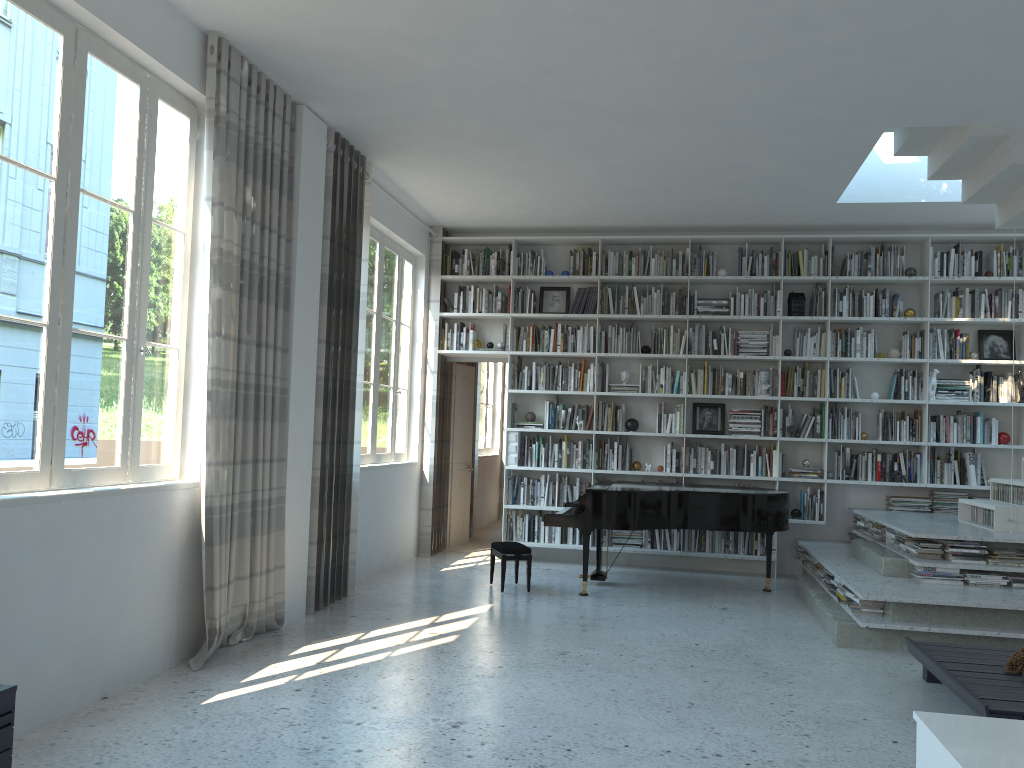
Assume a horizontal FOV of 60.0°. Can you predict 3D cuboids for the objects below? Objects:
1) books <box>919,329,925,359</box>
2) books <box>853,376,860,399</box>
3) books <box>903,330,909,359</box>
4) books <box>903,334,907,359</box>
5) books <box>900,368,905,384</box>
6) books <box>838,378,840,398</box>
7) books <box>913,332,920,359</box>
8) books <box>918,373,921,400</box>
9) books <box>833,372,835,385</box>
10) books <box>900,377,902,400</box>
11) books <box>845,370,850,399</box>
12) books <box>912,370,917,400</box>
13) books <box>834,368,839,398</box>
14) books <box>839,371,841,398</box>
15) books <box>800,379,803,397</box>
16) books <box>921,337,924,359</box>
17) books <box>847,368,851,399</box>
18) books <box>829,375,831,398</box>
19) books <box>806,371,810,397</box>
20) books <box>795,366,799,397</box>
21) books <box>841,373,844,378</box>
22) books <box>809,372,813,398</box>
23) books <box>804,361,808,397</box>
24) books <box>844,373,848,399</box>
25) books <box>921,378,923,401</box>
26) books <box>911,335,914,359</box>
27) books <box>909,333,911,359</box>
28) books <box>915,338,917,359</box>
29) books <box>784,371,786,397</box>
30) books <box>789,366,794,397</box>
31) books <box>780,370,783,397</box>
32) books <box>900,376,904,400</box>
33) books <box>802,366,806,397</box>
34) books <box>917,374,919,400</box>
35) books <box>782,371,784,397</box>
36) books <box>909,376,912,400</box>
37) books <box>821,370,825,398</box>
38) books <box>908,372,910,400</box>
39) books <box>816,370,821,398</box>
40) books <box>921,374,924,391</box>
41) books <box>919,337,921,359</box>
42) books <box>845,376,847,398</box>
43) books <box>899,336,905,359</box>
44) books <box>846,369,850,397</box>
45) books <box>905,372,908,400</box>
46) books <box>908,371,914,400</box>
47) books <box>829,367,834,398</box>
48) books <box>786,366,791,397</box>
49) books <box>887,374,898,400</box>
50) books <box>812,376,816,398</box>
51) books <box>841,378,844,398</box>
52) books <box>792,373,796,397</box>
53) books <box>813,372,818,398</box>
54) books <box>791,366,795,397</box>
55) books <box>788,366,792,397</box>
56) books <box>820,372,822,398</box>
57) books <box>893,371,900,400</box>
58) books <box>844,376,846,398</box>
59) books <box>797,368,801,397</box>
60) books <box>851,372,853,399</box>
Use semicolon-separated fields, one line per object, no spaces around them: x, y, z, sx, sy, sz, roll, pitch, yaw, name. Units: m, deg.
3.711;-0.347;8.034;0.005;0.278;0.182;2;-3;11;books
3.140;0.041;8.117;0.051;0.210;0.177;2;-3;11;books
3.582;-0.345;8.065;0.015;0.267;0.164;2;-3;11;books
3.571;-0.327;8.079;0.012;0.232;0.154;2;-3;11;books
3.546;0.009;8.070;0.013;0.295;0.154;2;-3;11;books
2.993;0.046;8.162;0.014;0.192;0.147;2;-3;11;books
3.665;-0.338;8.046;0.016;0.256;0.176;2;-3;11;books
3.670;0.032;8.022;0.011;0.252;0.169;2;-3;11;books
2.960;0.020;8.182;0.007;0.244;0.145;2;-3;11;books
3.519;0.050;8.057;0.006;0.209;0.188;2;-3;11;books
3.078;0.009;8.144;0.006;0.270;0.178;2;-3;11;books
3.633;0.020;8.026;0.012;0.273;0.184;2;-3;11;books
2.977;0.001;8.144;0.013;0.279;0.192;2;-3;11;books
3.009;0.015;8.166;0.013;0.256;0.144;2;-3;11;books
2.682;0.045;8.240;0.030;0.181;0.131;2;-3;11;books
3.702;-0.311;8.041;0.012;0.206;0.169;2;-3;11;books
3.094;0.001;8.147;0.013;0.287;0.159;2;-3;11;books
2.916;0.030;8.180;0.015;0.220;0.155;2;-3;11;books
2.730;0.009;8.215;0.033;0.253;0.174;2;-3;11;books
2.636;-0.014;8.225;0.019;0.294;0.164;2;-3;11;books
3.035;0.022;8.157;0.008;0.242;0.169;2;-3;11;books
2.749;0.014;8.186;0.027;0.242;0.188;2;-3;11;books
2.713;-0.034;8.217;0.021;0.337;0.169;2;-3;11;books
3.068;0.023;8.155;0.017;0.242;0.132;2;-3;11;books
3.689;0.054;8.034;0.023;0.212;0.164;2;-3;11;books
3.627;-0.324;8.069;0.016;0.228;0.160;2;-3;11;books
3.599;-0.332;8.073;0.016;0.243;0.151;2;-3;11;books
3.651;-0.310;8.057;0.013;0.202;0.173;2;-3;11;books
2.537;0.008;8.271;0.013;0.246;0.176;2;-3;11;books
2.587;-0.015;8.232;0.035;0.293;0.145;2;-3;11;books
2.504;0.002;8.267;0.015;0.255;0.150;2;-3;11;books
3.529;0.046;8.055;0.013;0.219;0.187;2;-3;11;books
2.697;-0.013;8.200;0.019;0.293;0.182;2;-3;11;books
3.661;0.037;8.042;0.013;0.244;0.158;2;-3;11;books
2.520;0.008;8.263;0.014;0.244;0.145;2;-3;11;books
3.592;0.044;8.039;0.012;0.224;0.178;2;-3;11;books
2.865;0.005;8.200;0.033;0.268;0.142;2;-3;11;books
3.581;0.027;8.049;0.015;0.259;0.152;2;-3;11;books
2.826;0.005;8.195;0.032;0.266;0.143;2;-3;11;books
3.704;0.037;8.022;0.010;0.245;0.158;2;-3;11;books
3.677;-0.312;8.041;0.013;0.204;0.174;2;-3;11;books
3.054;0.037;8.144;0.007;0.211;0.158;2;-3;11;books
3.553;-0.321;8.088;0.015;0.220;0.140;2;-3;11;books
3.085;0.008;8.149;0.006;0.273;0.167;2;-3;11;books
3.565;0.025;8.052;0.018;0.263;0.165;2;-3;11;books
3.615;0.021;8.052;0.032;0.274;0.154;2;-3;11;books
2.936;-0.004;8.167;0.035;0.287;0.191;2;-3;11;books
2.562;-0.015;8.241;0.035;0.293;0.145;2;-3;11;books
3.465;0.035;8.081;0.056;0.241;0.153;2;-3;11;books
2.773;0.034;8.189;0.034;0.204;0.181;2;-3;11;books
3.017;0.045;8.132;0.017;0.192;0.191;2;-3;11;books
2.618;0.016;8.230;0.015;0.231;0.180;2;-3;11;books
2.803;0.018;8.204;0.028;0.239;0.145;2;-3;11;books
2.602;-0.014;8.244;0.035;0.293;0.145;2;-3;11;books
2.577;-0.014;8.249;0.035;0.293;0.145;2;-3;11;books
2.846;0.015;8.206;0.019;0.247;0.149;2;-3;11;books
3.501;0.023;8.068;0.021;0.264;0.174;2;-3;11;books
3.045;0.039;8.154;0.014;0.209;0.156;2;-3;11;books
2.659;-0.004;8.244;0.035;0.278;0.139;2;-3;11;books
3.117;0.019;8.150;0.007;0.254;0.161;2;-3;11;books
